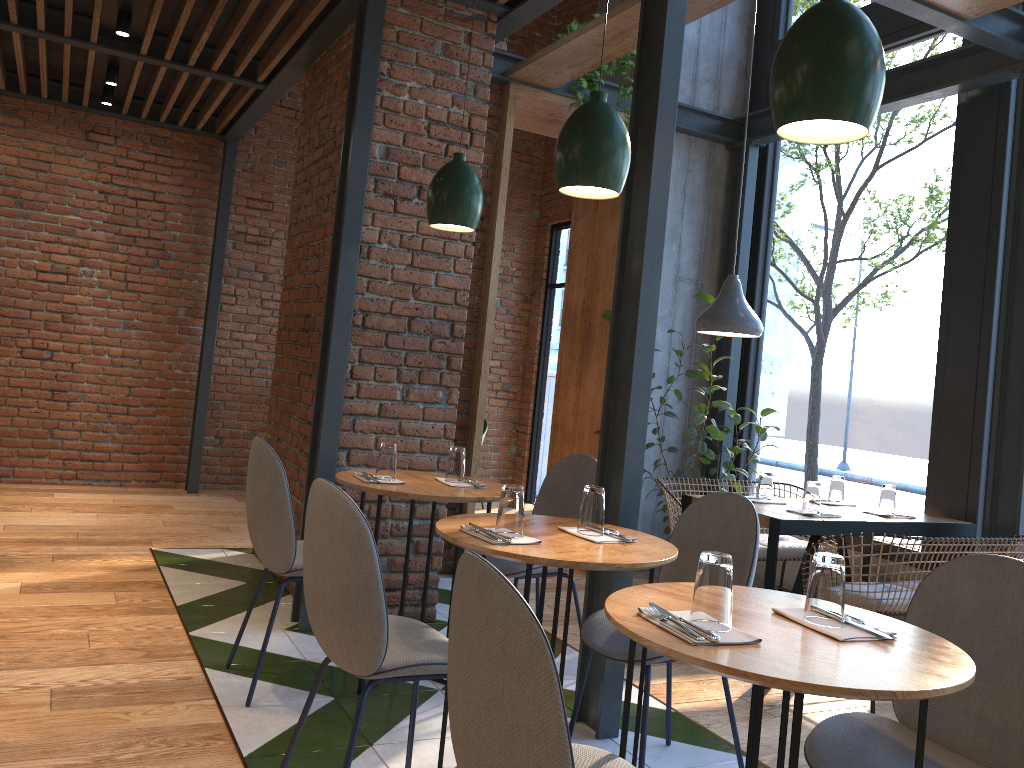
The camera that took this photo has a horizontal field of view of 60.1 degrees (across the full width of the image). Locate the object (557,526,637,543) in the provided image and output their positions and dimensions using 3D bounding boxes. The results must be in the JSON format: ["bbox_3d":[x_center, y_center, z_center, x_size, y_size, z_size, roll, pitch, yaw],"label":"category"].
[{"bbox_3d":[0.256,0.441,2.611,0.157,0.019,0.243,5,1,-31],"label":"object"}]

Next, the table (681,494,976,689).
[{"bbox_3d":[1.502,0.956,4.281,1.268,0.707,0.659,6,-1,-27],"label":"table"}]

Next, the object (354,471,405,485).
[{"bbox_3d":[-0.513,0.357,3.393,0.157,0.019,0.243,6,1,-24],"label":"object"}]

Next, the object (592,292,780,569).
[{"bbox_3d":[1.043,0.359,5.519,1.019,1.776,1.060,5,-2,32],"label":"object"}]

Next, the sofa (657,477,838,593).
[{"bbox_3d":[1.242,0.913,4.789,1.089,0.734,0.471,6,-1,-27],"label":"sofa"}]

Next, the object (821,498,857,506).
[{"bbox_3d":[1.653,0.605,4.552,0.242,0.019,0.157,5,1,-27],"label":"object"}]

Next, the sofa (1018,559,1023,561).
[{"bbox_3d":[2.138,1.018,3.049,1.089,0.734,0.471,6,-1,-27],"label":"sofa"}]

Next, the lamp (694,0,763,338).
[{"bbox_3d":[1.355,-2.495,4.735,0.352,4.498,0.353,7,-2,-22],"label":"lamp"}]

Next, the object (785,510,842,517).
[{"bbox_3d":[1.359,0.580,4.008,0.242,0.019,0.157,5,1,-30],"label":"object"}]

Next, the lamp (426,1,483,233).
[{"bbox_3d":[-0.137,-1.623,3.546,0.223,2.025,0.224,7,-2,-24],"label":"lamp"}]

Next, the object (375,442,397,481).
[{"bbox_3d":[-0.477,0.294,3.385,0.080,0.138,0.080,5,-2,9],"label":"object"}]

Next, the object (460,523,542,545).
[{"bbox_3d":[-0.039,0.412,2.458,0.157,0.019,0.243,5,1,-31],"label":"object"}]

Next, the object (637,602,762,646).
[{"bbox_3d":[0.350,0.458,1.707,0.157,0.019,0.243,6,1,-22],"label":"object"}]

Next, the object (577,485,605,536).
[{"bbox_3d":[0.237,0.372,2.612,0.080,0.138,0.080,6,-2,-18],"label":"object"}]

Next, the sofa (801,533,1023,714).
[{"bbox_3d":[1.759,0.973,3.786,1.089,0.734,0.471,6,-1,-27],"label":"sofa"}]

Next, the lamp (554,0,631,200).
[{"bbox_3d":[0.327,-1.569,2.646,0.223,2.025,0.224,7,-2,-24],"label":"lamp"}]

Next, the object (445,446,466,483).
[{"bbox_3d":[-0.220,0.319,3.513,0.080,0.138,0.080,7,-2,-41],"label":"object"}]

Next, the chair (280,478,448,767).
[{"bbox_3d":[-0.321,0.700,2.342,0.506,0.889,0.418,7,-2,-31],"label":"chair"}]

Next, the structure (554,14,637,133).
[{"bbox_3d":[0.492,-1.651,5.152,0.512,0.970,0.665,7,-2,-35],"label":"structure"}]

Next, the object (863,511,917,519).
[{"bbox_3d":[1.806,0.623,4.255,0.242,0.019,0.157,5,1,-27],"label":"object"}]

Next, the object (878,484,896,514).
[{"bbox_3d":[1.820,0.557,4.288,0.080,0.138,0.080,7,-2,-44],"label":"object"}]

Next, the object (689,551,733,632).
[{"bbox_3d":[0.386,0.395,1.699,0.080,0.138,0.080,5,-2,31],"label":"object"}]

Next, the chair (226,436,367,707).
[{"bbox_3d":[-0.746,0.649,3.263,0.506,0.889,0.418,6,-2,-26],"label":"chair"}]

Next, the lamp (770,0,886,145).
[{"bbox_3d":[0.735,-1.521,1.854,0.223,2.025,0.224,7,-2,-24],"label":"lamp"}]

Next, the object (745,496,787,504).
[{"bbox_3d":[1.227,0.564,4.332,0.242,0.019,0.157,5,1,-24],"label":"object"}]

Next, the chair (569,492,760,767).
[{"bbox_3d":[0.476,0.776,2.748,0.506,0.889,0.418,6,-2,-26],"label":"chair"}]

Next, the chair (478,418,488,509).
[{"bbox_3d":[-0.550,0.665,7.706,0.639,0.820,0.513,5,-2,22],"label":"chair"}]

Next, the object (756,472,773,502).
[{"bbox_3d":[1.232,0.498,4.308,0.080,0.138,0.080,6,-2,-11],"label":"object"}]

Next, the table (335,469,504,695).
[{"bbox_3d":[-0.374,0.755,3.452,0.700,0.748,0.697,5,-1,19],"label":"table"}]

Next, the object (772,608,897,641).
[{"bbox_3d":[0.665,0.488,1.815,0.157,0.019,0.243,6,1,-22],"label":"object"}]

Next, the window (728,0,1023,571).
[{"bbox_3d":[3.704,-1.670,2.356,0.127,5.608,8.730,7,-1,-27],"label":"window"}]

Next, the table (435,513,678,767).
[{"bbox_3d":[0.090,0.810,2.551,0.700,0.748,0.698,5,-1,15],"label":"table"}]

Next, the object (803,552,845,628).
[{"bbox_3d":[0.646,0.420,1.820,0.080,0.138,0.080,4,-2,41],"label":"object"}]

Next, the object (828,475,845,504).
[{"bbox_3d":[1.663,0.540,4.531,0.080,0.138,0.080,5,-2,36],"label":"object"}]

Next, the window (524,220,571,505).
[{"bbox_3d":[0.781,-0.147,7.633,0.097,2.705,2.138,7,-2,-27],"label":"window"}]

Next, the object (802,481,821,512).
[{"bbox_3d":[1.372,0.515,4.042,0.080,0.138,0.080,5,-2,23],"label":"object"}]

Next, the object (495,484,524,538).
[{"bbox_3d":[-0.002,0.350,2.455,0.080,0.138,0.080,5,-2,12],"label":"object"}]

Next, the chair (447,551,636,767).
[{"bbox_3d":[0.112,0.750,1.564,0.507,0.889,0.418,6,-2,-21],"label":"chair"}]

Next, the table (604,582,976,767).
[{"bbox_3d":[0.499,0.857,1.759,0.698,0.748,0.699,6,-1,-17],"label":"table"}]

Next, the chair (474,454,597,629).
[{"bbox_3d":[0.083,0.729,3.685,0.506,0.889,0.418,7,-2,-31],"label":"chair"}]

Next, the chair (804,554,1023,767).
[{"bbox_3d":[0.914,0.827,1.942,0.506,0.889,0.418,6,-2,-26],"label":"chair"}]

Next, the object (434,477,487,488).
[{"bbox_3d":[-0.201,0.387,3.509,0.157,0.019,0.243,6,1,-24],"label":"object"}]
